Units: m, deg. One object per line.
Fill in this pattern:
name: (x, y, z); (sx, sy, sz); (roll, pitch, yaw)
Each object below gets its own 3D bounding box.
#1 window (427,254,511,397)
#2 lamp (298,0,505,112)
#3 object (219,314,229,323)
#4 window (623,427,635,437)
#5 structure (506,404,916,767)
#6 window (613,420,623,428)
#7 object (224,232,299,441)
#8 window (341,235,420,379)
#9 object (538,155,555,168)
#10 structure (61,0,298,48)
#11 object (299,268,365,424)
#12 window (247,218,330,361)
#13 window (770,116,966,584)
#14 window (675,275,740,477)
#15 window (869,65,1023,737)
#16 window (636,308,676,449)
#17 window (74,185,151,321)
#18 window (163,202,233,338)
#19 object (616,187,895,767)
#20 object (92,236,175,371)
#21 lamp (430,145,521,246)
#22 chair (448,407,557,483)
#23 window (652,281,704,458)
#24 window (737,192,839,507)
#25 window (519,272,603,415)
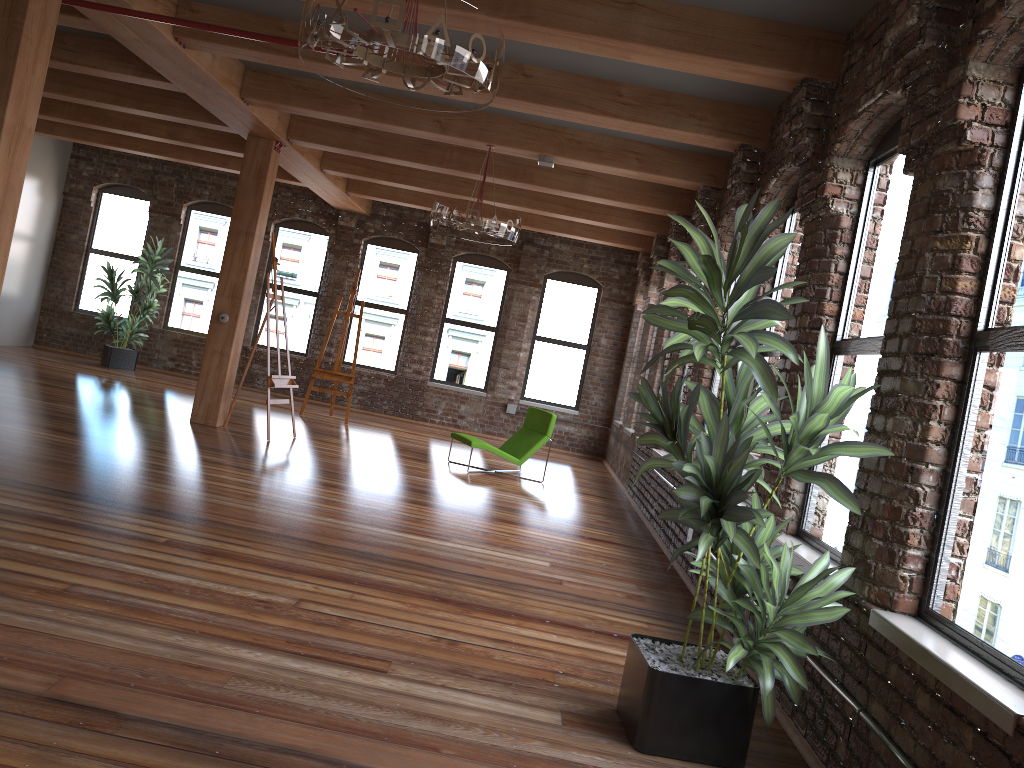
window: (-0.662, -0.979, 14.184); (0.968, 2.220, 0.218); (11, -1, 2)
lamp: (-0.377, -1.608, 3.518); (0.813, 0.815, 0.805); (12, 1, 44)
object: (-3.015, -0.689, 9.259); (0.095, 0.095, 0.061); (11, 0, 2)
window: (1.816, -0.412, 11.508); (0.231, 2.216, 0.968); (11, 0, 1)
structure: (1.318, 0.943, 7.291); (1.632, 0.313, 13.720); (11, 2, -6)
window: (1.854, -0.449, 13.001); (0.232, 2.216, 0.968); (11, 0, 1)
object: (-2.542, -0.531, 9.434); (0.686, 2.142, 0.660); (11, -1, 11)
window: (-2.107, -1.261, 14.225); (0.968, 2.229, 0.221); (11, -1, 2)
object: (0.308, -1.990, 7.893); (0.145, 0.072, 0.147); (11, 1, 1)
structure: (-4.254, -2.796, 5.806); (6.809, 0.112, 0.051); (11, 0, 2)
object: (-2.353, -0.579, 12.282); (0.661, 2.142, 0.685); (11, -1, -4)
window: (-3.544, -1.546, 14.268); (0.968, 2.229, 0.221); (11, -1, 2)
window: (1.631, -0.228, 4.178); (0.235, 2.216, 0.968); (11, 0, 1)
window: (1.706, -0.301, 7.111); (0.236, 2.216, 0.968); (11, 0, 1)
window: (1.594, -0.191, 2.711); (0.235, 2.216, 0.968); (11, 0, 1)
window: (1.779, -0.375, 10.041); (0.233, 2.216, 0.968); (11, 0, 1)
window: (-6.442, -2.152, 14.422); (0.968, 2.171, 0.086); (11, -1, 2)
window: (-4.978, -1.862, 14.378); (0.968, 2.171, 0.086); (11, -1, 2)
object: (0.890, 0.347, 3.456); (0.968, 2.105, 1.077); (11, 0, 14)
object: (-5.867, -1.290, 13.598); (1.077, 2.105, 0.969); (11, 0, -21)
lamp: (-0.266, -1.716, 7.864); (0.813, 0.815, 0.805); (11, 0, 37)
chair: (-0.127, 0.612, 10.063); (0.953, 0.797, 0.682); (11, 0, -24)
window: (1.741, -0.339, 8.578); (0.230, 2.216, 0.968); (11, 0, 1)
window: (1.667, -0.265, 5.645); (0.232, 2.216, 0.968); (11, 0, 1)
window: (0.796, -0.690, 14.141); (0.968, 2.220, 0.218); (11, -1, 2)
